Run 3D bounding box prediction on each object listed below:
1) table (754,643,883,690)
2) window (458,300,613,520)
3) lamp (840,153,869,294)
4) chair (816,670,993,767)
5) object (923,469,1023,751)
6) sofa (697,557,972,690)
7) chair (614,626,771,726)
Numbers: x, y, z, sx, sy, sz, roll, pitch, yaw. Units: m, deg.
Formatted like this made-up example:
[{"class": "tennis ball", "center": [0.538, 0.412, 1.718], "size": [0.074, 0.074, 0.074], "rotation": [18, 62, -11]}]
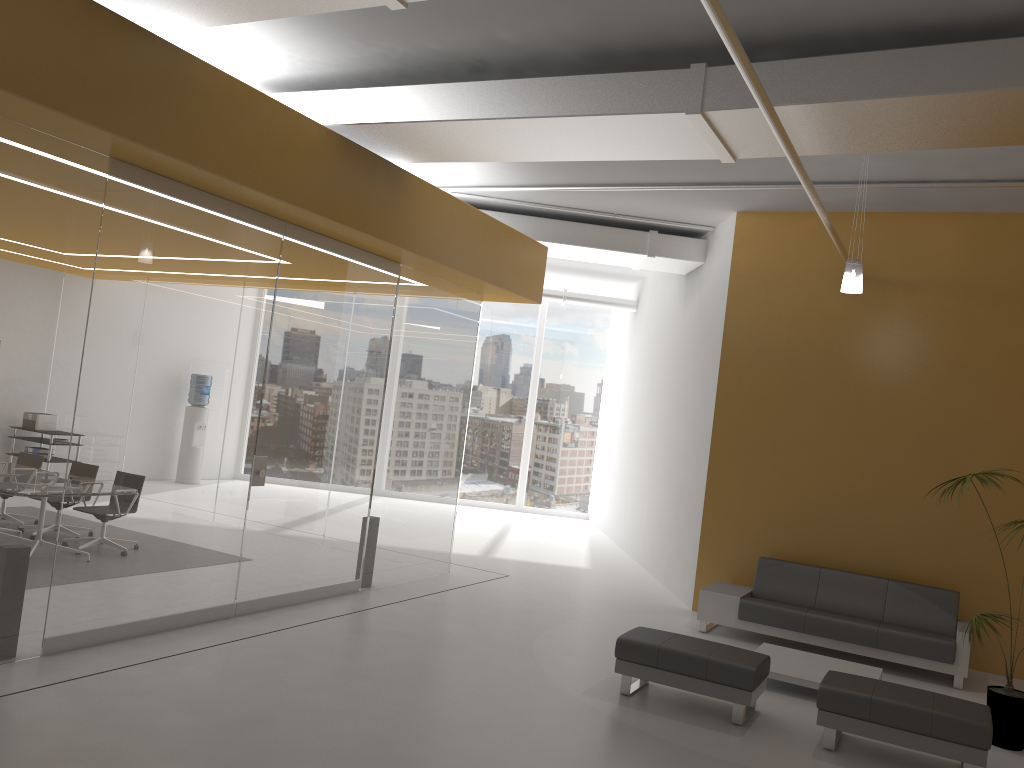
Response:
[{"class": "table", "center": [2.483, 2.410, 7.330], "size": [1.000, 0.150, 1.000], "rotation": [6, -2, 27]}, {"class": "window", "center": [-0.998, 0.169, 17.860], "size": [8.533, 4.498, 0.100], "rotation": [7, -2, -3]}, {"class": "lamp", "center": [2.912, -1.377, 7.437], "size": [0.174, 1.227, 0.174], "rotation": [8, -2, -22]}, {"class": "chair", "center": [2.539, 2.225, 5.783], "size": [1.012, 0.423, 0.575], "rotation": [6, -2, 27]}, {"class": "object", "center": [3.533, 1.593, 6.387], "size": [0.912, 1.956, 1.222], "rotation": [8, -2, -22]}, {"class": "sofa", "center": [3.094, 2.221, 8.597], "size": [2.400, 0.761, 0.860], "rotation": [6, -2, 27]}, {"class": "chair", "center": [1.300, 2.098, 6.442], "size": [1.012, 0.423, 0.575], "rotation": [6, -2, 27]}]
